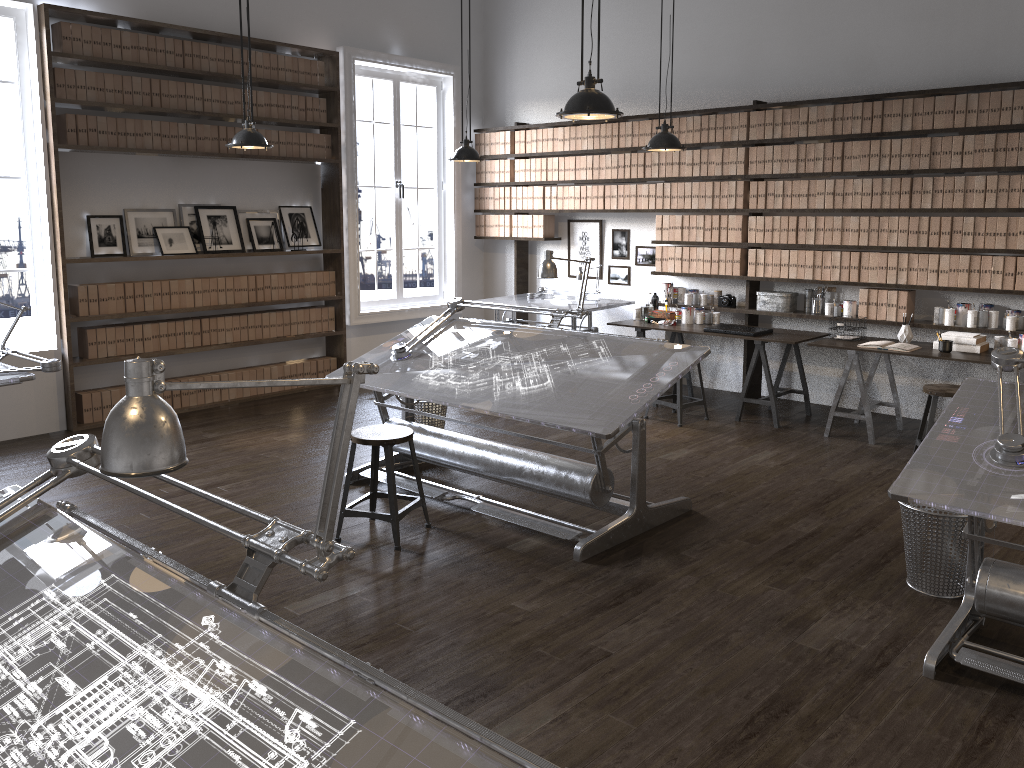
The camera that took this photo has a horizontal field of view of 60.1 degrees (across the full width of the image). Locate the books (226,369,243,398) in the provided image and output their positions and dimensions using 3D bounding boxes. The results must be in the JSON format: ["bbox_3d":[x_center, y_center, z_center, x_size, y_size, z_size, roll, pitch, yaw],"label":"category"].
[{"bbox_3d":[-2.381,-0.002,7.573,0.175,0.224,0.067,8,12,42],"label":"books"}]

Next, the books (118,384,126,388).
[{"bbox_3d":[-2.990,0.127,6.900,0.175,0.224,0.067,8,12,42],"label":"books"}]

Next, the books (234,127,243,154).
[{"bbox_3d":[-2.311,-2.014,7.361,0.175,0.224,0.067,8,12,42],"label":"books"}]

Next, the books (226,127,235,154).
[{"bbox_3d":[-2.363,-2.004,7.311,0.175,0.224,0.067,8,12,42],"label":"books"}]

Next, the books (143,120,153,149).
[{"bbox_3d":[-2.834,-1.905,6.792,0.175,0.224,0.067,8,12,42],"label":"books"}]

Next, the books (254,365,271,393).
[{"bbox_3d":[-2.192,-0.041,7.774,0.175,0.224,0.067,8,12,42],"label":"books"}]

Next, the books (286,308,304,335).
[{"bbox_3d":[-1.953,-0.565,7.971,0.175,0.224,0.067,8,12,42],"label":"books"}]

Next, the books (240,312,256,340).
[{"bbox_3d":[-2.283,-0.496,7.611,0.175,0.224,0.067,8,12,42],"label":"books"}]

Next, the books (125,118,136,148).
[{"bbox_3d":[-2.919,-1.886,6.695,0.175,0.224,0.067,8,12,42],"label":"books"}]

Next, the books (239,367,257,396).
[{"bbox_3d":[-2.291,-0.022,7.675,0.175,0.224,0.067,8,12,42],"label":"books"}]

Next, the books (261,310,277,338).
[{"bbox_3d":[-2.142,-0.525,7.763,0.175,0.224,0.067,8,12,42],"label":"books"}]

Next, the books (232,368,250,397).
[{"bbox_3d":[-2.332,-0.011,7.619,0.175,0.224,0.067,8,12,42],"label":"books"}]

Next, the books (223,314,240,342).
[{"bbox_3d":[-2.382,-0.476,7.507,0.175,0.224,0.067,8,12,42],"label":"books"}]

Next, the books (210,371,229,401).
[{"bbox_3d":[-2.469,0.017,7.471,0.175,0.224,0.067,8,12,42],"label":"books"}]

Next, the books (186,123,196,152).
[{"bbox_3d":[-2.593,-1.954,7.050,0.175,0.224,0.067,8,12,42],"label":"books"}]

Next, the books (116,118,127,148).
[{"bbox_3d":[-2.968,-1.877,6.649,0.175,0.224,0.067,8,12,42],"label":"books"}]

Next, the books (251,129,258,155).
[{"bbox_3d":[-2.219,-2.034,7.467,0.175,0.224,0.067,8,12,42],"label":"books"}]

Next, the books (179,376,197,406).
[{"bbox_3d":[-2.661,0.056,7.266,0.175,0.224,0.067,8,12,42],"label":"books"}]

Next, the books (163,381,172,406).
[{"bbox_3d":[-2.807,0.086,7.110,0.175,0.224,0.067,8,12,42],"label":"books"}]

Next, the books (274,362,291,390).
[{"bbox_3d":[-2.055,-0.069,7.921,0.175,0.224,0.067,8,12,42],"label":"books"}]

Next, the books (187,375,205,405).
[{"bbox_3d":[-2.615,0.048,7.310,0.175,0.224,0.067,8,12,42],"label":"books"}]

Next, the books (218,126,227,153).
[{"bbox_3d":[-2.409,-1.993,7.253,0.175,0.224,0.067,8,12,42],"label":"books"}]

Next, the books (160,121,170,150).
[{"bbox_3d":[-2.739,-1.925,6.898,0.175,0.224,0.067,8,12,42],"label":"books"}]

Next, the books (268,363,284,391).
[{"bbox_3d":[-2.104,-0.060,7.875,0.175,0.224,0.067,8,12,42],"label":"books"}]

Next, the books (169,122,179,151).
[{"bbox_3d":[-2.694,-1.935,6.951,0.175,0.224,0.067,8,12,42],"label":"books"}]

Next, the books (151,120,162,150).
[{"bbox_3d":[-2.784,-1.915,6.844,0.175,0.224,0.067,8,12,42],"label":"books"}]

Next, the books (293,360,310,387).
[{"bbox_3d":[-1.916,-0.099,8.076,0.175,0.224,0.067,8,12,42],"label":"books"}]

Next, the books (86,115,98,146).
[{"bbox_3d":[-3.112,-1.848,6.494,0.175,0.224,0.067,8,12,42],"label":"books"}]

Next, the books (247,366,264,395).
[{"bbox_3d":[-2.242,-0.031,7.725,0.175,0.224,0.067,8,12,42],"label":"books"}]

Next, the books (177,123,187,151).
[{"bbox_3d":[-2.644,-1.944,6.999,0.175,0.224,0.067,8,12,42],"label":"books"}]

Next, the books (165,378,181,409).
[{"bbox_3d":[-2.752,0.076,7.162,0.175,0.224,0.067,8,12,42],"label":"books"}]

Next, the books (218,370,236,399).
[{"bbox_3d":[-2.422,0.007,7.526,0.175,0.224,0.067,8,12,42],"label":"books"}]

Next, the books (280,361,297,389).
[{"bbox_3d":[-2.015,-0.079,7.975,0.175,0.224,0.067,8,12,42],"label":"books"}]

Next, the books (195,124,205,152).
[{"bbox_3d":[-2.544,-1.964,7.103,0.175,0.224,0.067,8,12,42],"label":"books"}]

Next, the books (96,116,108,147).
[{"bbox_3d":[-3.060,-1.857,6.543,0.175,0.224,0.067,8,12,42],"label":"books"}]

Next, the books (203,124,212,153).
[{"bbox_3d":[-2.505,-1.974,7.152,0.175,0.224,0.067,8,12,42],"label":"books"}]

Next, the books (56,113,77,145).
[{"bbox_3d":[-3.212,-1.826,6.384,0.175,0.224,0.067,8,12,42],"label":"books"}]

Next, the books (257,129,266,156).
[{"bbox_3d":[-2.170,-2.043,7.513,0.175,0.224,0.067,8,12,42],"label":"books"}]

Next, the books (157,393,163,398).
[{"bbox_3d":[-2.851,0.097,7.055,0.175,0.224,0.067,8,12,42],"label":"books"}]

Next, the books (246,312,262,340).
[{"bbox_3d":[-2.237,-0.505,7.655,0.175,0.224,0.067,8,12,42],"label":"books"}]

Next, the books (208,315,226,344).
[{"bbox_3d":[-2.472,-0.455,7.398,0.175,0.224,0.067,8,12,42],"label":"books"}]

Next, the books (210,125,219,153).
[{"bbox_3d":[-2.463,-1.983,7.202,0.175,0.224,0.067,8,12,42],"label":"books"}]

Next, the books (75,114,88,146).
[{"bbox_3d":[-3.158,-1.836,6.435,0.175,0.224,0.067,8,12,42],"label":"books"}]

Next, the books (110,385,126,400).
[{"bbox_3d":[-3.039,0.135,6.855,0.175,0.224,0.067,8,12,42],"label":"books"}]

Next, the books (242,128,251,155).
[{"bbox_3d":[-2.267,-2.024,7.415,0.175,0.224,0.067,8,12,42],"label":"books"}]

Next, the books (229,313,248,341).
[{"bbox_3d":[-2.334,-0.486,7.557,0.175,0.224,0.067,8,12,42],"label":"books"}]

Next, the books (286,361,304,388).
[{"bbox_3d":[-1.967,-0.089,8.027,0.175,0.224,0.067,8,12,42],"label":"books"}]

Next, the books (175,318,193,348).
[{"bbox_3d":[-2.666,-0.416,7.190,0.175,0.224,0.067,8,12,42],"label":"books"}]

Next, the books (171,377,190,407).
[{"bbox_3d":[-2.707,0.065,7.220,0.175,0.224,0.067,8,12,42],"label":"books"}]

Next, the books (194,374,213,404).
[{"bbox_3d":[-2.567,0.038,7.363,0.175,0.224,0.067,8,12,42],"label":"books"}]

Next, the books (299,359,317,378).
[{"bbox_3d":[-1.872,-0.109,8.131,0.175,0.224,0.067,8,12,42],"label":"books"}]

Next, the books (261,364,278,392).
[{"bbox_3d":[-2.145,-0.051,7.828,0.175,0.224,0.067,8,12,42],"label":"books"}]

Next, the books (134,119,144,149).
[{"bbox_3d":[-2.877,-1.896,6.747,0.175,0.224,0.067,8,12,42],"label":"books"}]

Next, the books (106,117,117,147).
[{"bbox_3d":[-3.016,-1.867,6.597,0.175,0.224,0.067,8,12,42],"label":"books"}]

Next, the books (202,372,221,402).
[{"bbox_3d":[-2.520,0.027,7.418,0.175,0.224,0.067,8,12,42],"label":"books"}]

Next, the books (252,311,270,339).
[{"bbox_3d":[-2.189,-0.515,7.708,0.175,0.224,0.067,8,12,42],"label":"books"}]
